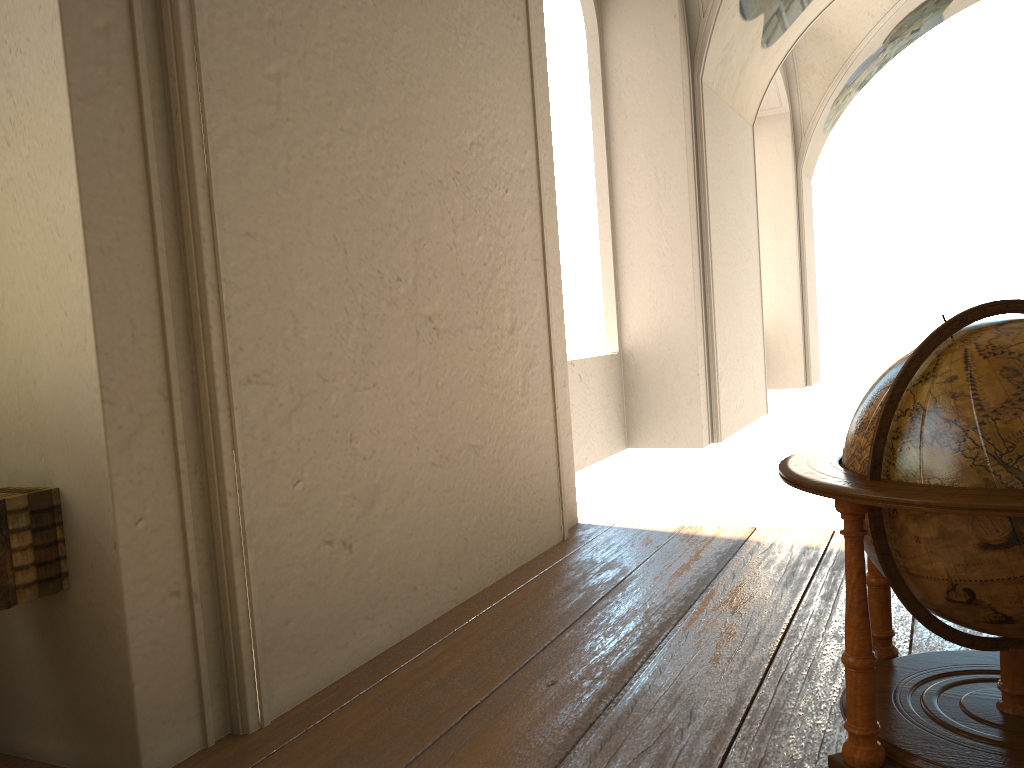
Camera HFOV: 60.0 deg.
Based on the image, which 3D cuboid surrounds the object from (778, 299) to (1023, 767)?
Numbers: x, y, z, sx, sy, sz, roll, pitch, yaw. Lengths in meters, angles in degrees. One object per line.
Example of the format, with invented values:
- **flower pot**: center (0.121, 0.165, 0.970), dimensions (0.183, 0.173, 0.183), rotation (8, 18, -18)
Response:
- **object**: center (1.456, 0.480, 2.585), dimensions (1.278, 1.451, 1.278), rotation (-6, 4, -26)
